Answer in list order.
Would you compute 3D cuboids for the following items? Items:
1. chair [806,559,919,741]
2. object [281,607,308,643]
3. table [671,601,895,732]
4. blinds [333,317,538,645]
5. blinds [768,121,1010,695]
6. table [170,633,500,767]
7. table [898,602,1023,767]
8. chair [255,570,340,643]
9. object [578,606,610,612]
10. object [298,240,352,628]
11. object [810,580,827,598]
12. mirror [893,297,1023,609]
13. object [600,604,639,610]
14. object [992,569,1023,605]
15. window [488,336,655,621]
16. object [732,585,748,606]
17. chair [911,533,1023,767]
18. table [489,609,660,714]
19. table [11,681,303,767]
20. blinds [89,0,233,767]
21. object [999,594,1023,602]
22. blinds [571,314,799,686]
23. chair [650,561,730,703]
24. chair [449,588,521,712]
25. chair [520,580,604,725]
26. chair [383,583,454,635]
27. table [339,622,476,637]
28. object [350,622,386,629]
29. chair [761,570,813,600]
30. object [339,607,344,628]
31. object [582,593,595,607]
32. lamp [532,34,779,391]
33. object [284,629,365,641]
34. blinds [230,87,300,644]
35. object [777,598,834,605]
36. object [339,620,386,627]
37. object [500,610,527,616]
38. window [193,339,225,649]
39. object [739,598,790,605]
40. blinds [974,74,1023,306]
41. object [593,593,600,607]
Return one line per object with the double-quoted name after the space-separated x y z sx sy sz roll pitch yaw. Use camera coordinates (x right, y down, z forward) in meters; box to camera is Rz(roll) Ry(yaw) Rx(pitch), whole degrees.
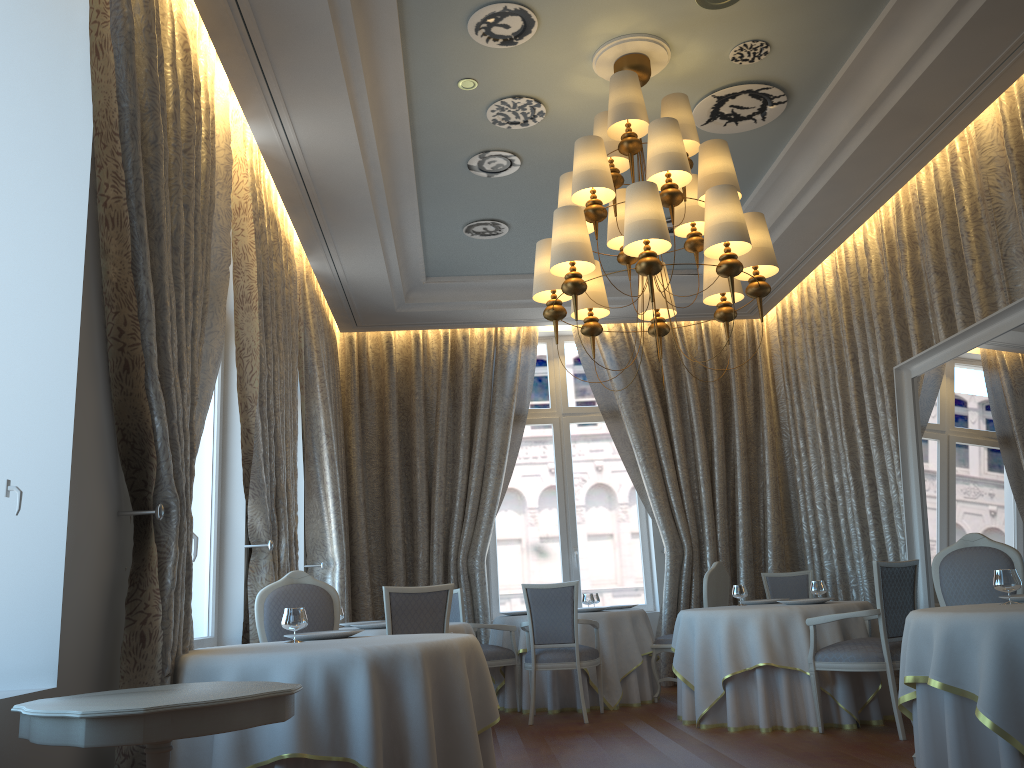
2.449 1.782 6.053 0.650 1.108 0.629 6 -16 -33 "chair"
-1.072 1.190 4.376 0.128 0.165 0.128 2 -15 -21 "object"
2.094 2.182 6.929 1.663 0.890 1.667 -5 -14 9 "table"
-0.843 1.002 9.861 2.535 4.901 0.386 -2 -14 -4 "blinds"
3.268 0.330 8.079 0.238 4.819 4.439 -2 -14 -4 "blinds"
-0.869 1.673 4.169 1.663 0.890 1.667 1 -14 -15 "table"
2.653 1.437 3.983 1.663 0.890 1.667 1 -14 -15 "table"
-1.129 1.661 4.993 0.563 1.233 0.690 4 -15 -28 "chair"
0.714 2.110 8.296 0.419 0.036 0.419 -2 -14 -5 "object"
-1.818 0.835 8.759 0.386 4.901 2.121 -2 -14 -4 "object"
2.404 1.628 6.955 0.128 0.165 0.128 -2 -14 -4 "object"
3.140 0.845 5.672 0.385 2.564 2.251 -2 -14 -4 "mirror"
1.044 2.211 8.785 0.419 0.036 0.419 -2 -14 -5 "object"
2.427 0.992 4.340 0.128 0.165 0.128 -10 -15 25 "object"
0.608 1.012 10.370 1.881 3.306 0.196 -2 -14 -4 "window"
1.877 1.739 7.297 0.128 0.165 0.128 -2 -14 -4 "object"
2.539 1.443 4.915 0.690 1.233 0.563 10 -19 -42 "chair"
0.596 2.669 8.603 1.667 0.890 1.663 -7 -14 14 "table"
-1.053 1.342 2.633 0.760 0.801 0.761 -13 -17 34 "table"
-1.631 -0.315 4.260 0.315 4.930 2.204 -2 -14 -4 "blinds"
2.711 1.084 4.509 0.419 0.036 0.419 -2 -14 -5 "object"
2.024 0.895 10.057 2.476 4.901 0.386 -2 -14 -4 "blinds"
1.685 2.305 8.277 0.690 1.233 0.563 -13 -17 35 "chair"
-0.350 2.443 8.153 0.629 1.108 0.650 8 -17 -38 "chair"
0.399 2.242 7.489 0.650 1.108 0.629 -6 -14 11 "chair"
-0.701 1.880 5.752 0.650 1.108 0.629 4 -15 -28 "chair"
-1.019 2.302 6.728 1.667 0.890 1.663 -1 -14 -10 "table"
-0.953 1.739 6.392 0.419 0.036 0.419 -2 -14 -5 "object"
2.600 2.285 8.161 0.650 1.108 0.629 -7 -14 16 "chair"
-1.394 1.851 7.029 0.128 0.165 0.128 -2 -14 -4 "object"
0.744 2.123 8.628 0.128 0.165 0.128 -2 -14 -4 "object"
0.819 -1.071 5.436 1.373 2.121 1.373 -12 -16 32 "lamp"
-0.986 1.323 4.670 0.419 0.036 0.419 -2 -14 -5 "object"
-1.753 0.271 6.645 0.335 4.969 2.257 -2 -14 -4 "blinds"
2.210 1.636 6.676 0.419 0.036 0.419 -2 -14 -5 "object"
-1.209 1.963 7.260 0.419 0.036 0.419 -2 -14 -5 "object"
0.089 2.202 8.536 0.419 0.036 0.419 -2 -14 -5 "object"
-1.970 -0.048 5.424 0.259 3.306 1.882 -2 -14 -4 "window"
2.124 1.833 7.468 0.419 0.036 0.419 -2 -14 -5 "object"
3.527 -0.712 3.841 0.238 4.819 4.439 -2 -14 -4 "blinds"
0.837 2.220 9.048 0.128 0.165 0.128 -2 -14 -4 "object"
